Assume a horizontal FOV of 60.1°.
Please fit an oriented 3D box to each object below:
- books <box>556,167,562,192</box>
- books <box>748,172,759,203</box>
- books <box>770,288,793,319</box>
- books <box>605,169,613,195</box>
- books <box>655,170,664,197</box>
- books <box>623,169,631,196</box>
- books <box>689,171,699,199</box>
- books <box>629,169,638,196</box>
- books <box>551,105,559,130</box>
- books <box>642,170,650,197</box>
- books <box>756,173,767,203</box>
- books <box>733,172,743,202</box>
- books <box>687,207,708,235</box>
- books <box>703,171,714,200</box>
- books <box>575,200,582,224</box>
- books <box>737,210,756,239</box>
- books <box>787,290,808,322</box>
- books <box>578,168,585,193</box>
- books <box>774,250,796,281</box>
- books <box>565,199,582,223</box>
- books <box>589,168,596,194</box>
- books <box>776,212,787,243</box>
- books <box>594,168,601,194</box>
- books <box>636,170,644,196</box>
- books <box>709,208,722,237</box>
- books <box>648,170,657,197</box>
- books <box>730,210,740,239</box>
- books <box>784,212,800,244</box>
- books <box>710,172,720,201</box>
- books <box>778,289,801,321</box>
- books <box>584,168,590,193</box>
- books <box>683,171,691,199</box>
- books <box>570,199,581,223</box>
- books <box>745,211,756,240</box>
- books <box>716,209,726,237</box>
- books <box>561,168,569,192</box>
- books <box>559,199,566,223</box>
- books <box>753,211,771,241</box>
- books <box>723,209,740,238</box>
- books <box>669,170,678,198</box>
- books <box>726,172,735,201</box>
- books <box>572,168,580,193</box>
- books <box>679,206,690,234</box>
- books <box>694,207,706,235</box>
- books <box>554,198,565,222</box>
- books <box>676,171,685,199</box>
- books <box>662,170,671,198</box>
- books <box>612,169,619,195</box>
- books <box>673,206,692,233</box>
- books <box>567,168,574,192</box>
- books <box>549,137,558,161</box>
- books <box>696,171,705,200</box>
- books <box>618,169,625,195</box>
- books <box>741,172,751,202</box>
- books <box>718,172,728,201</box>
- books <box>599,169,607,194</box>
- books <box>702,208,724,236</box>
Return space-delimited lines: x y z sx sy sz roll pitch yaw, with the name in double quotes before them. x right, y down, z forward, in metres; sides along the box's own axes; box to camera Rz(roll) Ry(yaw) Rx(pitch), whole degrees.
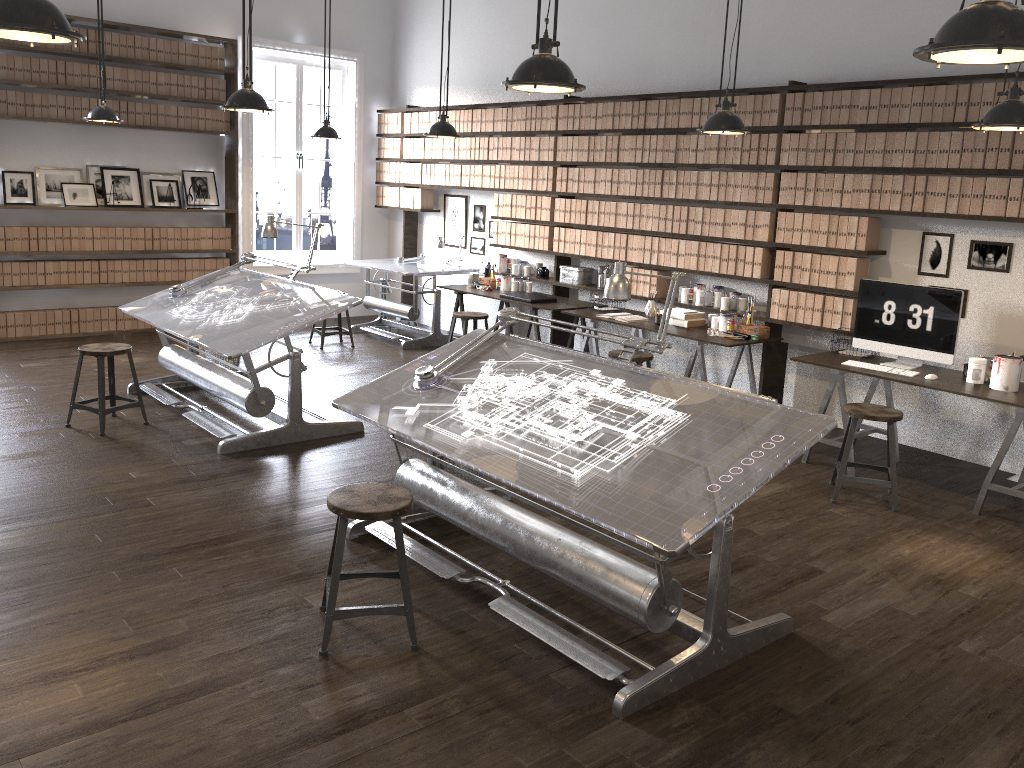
"books" 0.494 -1.867 8.120 0.175 0.223 0.067 -7 14 -40
"books" 1.833 -1.445 6.544 0.175 0.224 0.067 -7 14 -40
"books" 1.974 -0.587 6.479 0.175 0.223 0.067 -7 14 -40
"books" 0.895 -1.740 7.643 0.175 0.224 0.067 -7 14 -40
"books" 1.253 -1.627 7.225 0.175 0.224 0.067 -7 14 -40
"books" 1.031 -1.698 7.487 0.175 0.223 0.067 -7 14 -40
"books" 1.480 -1.556 6.958 0.175 0.224 0.067 -6 14 -40
"books" 1.075 -1.683 7.430 0.175 0.223 0.067 -7 14 -40
"books" 0.446 -2.427 8.103 0.175 0.223 0.067 -6 14 -40
"books" 1.165 -1.656 7.331 0.175 0.223 0.067 -7 14 -40
"books" 1.877 -1.433 6.500 0.175 0.223 0.067 -6 14 -40
"books" 1.746 -1.474 6.651 0.175 0.223 0.067 -6 14 -40
"books" 1.475 -1.285 7.005 0.175 0.223 0.067 -7 14 -40
"books" 1.565 -1.530 6.862 0.175 0.223 0.067 -7 14 -40
"books" 0.657 -1.541 7.961 0.175 0.223 0.067 -6 14 -40
"books" 1.776 -1.189 6.645 0.175 0.224 0.067 -7 14 -40
"books" 2.064 -0.557 6.368 0.175 0.224 0.067 -6 14 -40
"books" 0.681 -1.808 7.901 0.175 0.223 0.067 -6 14 -40
"books" 1.989 -0.858 6.435 0.175 0.223 0.067 -7 14 -40
"books" 0.569 -1.566 8.053 0.175 0.224 0.067 -6 14 -40
"books" 0.765 -1.780 7.794 0.175 0.224 0.067 -7 14 -40
"books" 1.992 -1.130 6.401 0.175 0.223 0.067 -7 14 -40
"books" 0.811 -1.767 7.747 0.175 0.223 0.067 -6 14 -40
"books" 1.121 -1.668 7.376 0.175 0.224 0.067 -6 14 -40
"books" 1.611 -1.242 6.845 0.175 0.223 0.067 -6 14 -40
"books" 1.209 -1.643 7.284 0.175 0.223 0.067 -6 14 -40
"books" 1.735 -1.203 6.696 0.175 0.223 0.067 -6 14 -40
"books" 2.035 -1.115 6.347 0.175 0.223 0.067 -7 14 -40
"books" 1.610 -1.516 6.807 0.175 0.224 0.067 -6 14 -40
"books" 2.018 -0.572 6.422 0.175 0.223 0.067 -7 14 -40
"books" 0.726 -1.794 7.848 0.175 0.223 0.067 -6 14 -40
"books" 1.441 -1.570 7.012 0.175 0.223 0.067 -7 14 -40
"books" 0.613 -1.554 8.009 0.175 0.223 0.067 -7 14 -40
"books" 1.824 -1.175 6.595 0.175 0.223 0.067 -6 14 -40
"books" 1.649 -1.228 6.791 0.175 0.224 0.067 -7 14 -40
"books" 0.538 -1.852 8.061 0.175 0.224 0.067 -6 14 -40
"books" 0.523 -1.581 8.108 0.175 0.223 0.067 -7 14 -40
"books" 1.870 -1.162 6.543 0.175 0.223 0.067 -6 14 -40
"books" 1.696 -1.215 6.744 0.175 0.223 0.067 -6 14 -40
"books" 1.347 -1.598 7.116 0.175 0.223 0.067 -6 14 -40
"books" 1.705 -1.488 6.705 0.175 0.223 0.067 -7 14 -40
"books" 0.632 -1.822 7.952 0.175 0.223 0.067 -7 14 -40
"books" 1.422 -1.300 7.058 0.175 0.224 0.067 -6 14 -40
"books" 1.517 -1.271 6.949 0.175 0.223 0.067 -7 14 -40
"books" 0.479 -1.596 8.164 0.175 0.223 0.067 -7 14 -40
"books" 1.396 -1.584 7.065 0.175 0.223 0.067 -7 14 -40
"books" 1.305 -1.613 7.172 0.175 0.223 0.067 -6 14 -40
"books" 0.943 -1.726 7.593 0.175 0.223 0.067 -6 14 -40
"books" 1.379 -1.315 7.117 0.175 0.223 0.067 -7 14 -40
"books" 0.590 -1.837 8.008 0.175 0.223 0.067 -7 14 -40
"books" 0.429 -2.158 8.157 0.175 0.224 0.067 -7 14 -40
"books" 1.526 -1.543 6.911 0.175 0.223 0.067 -7 14 -40
"books" 0.990 -1.712 7.542 0.175 0.223 0.067 -6 14 -40
"books" 1.790 -1.459 6.594 0.175 0.223 0.067 -6 14 -40
"books" 1.658 -1.502 6.757 0.175 0.223 0.067 -7 14 -40
"books" 0.850 -1.754 7.699 0.175 0.223 0.067 -6 14 -40
"books" 1.565 -1.257 6.899 0.175 0.223 0.067 -6 14 -40
